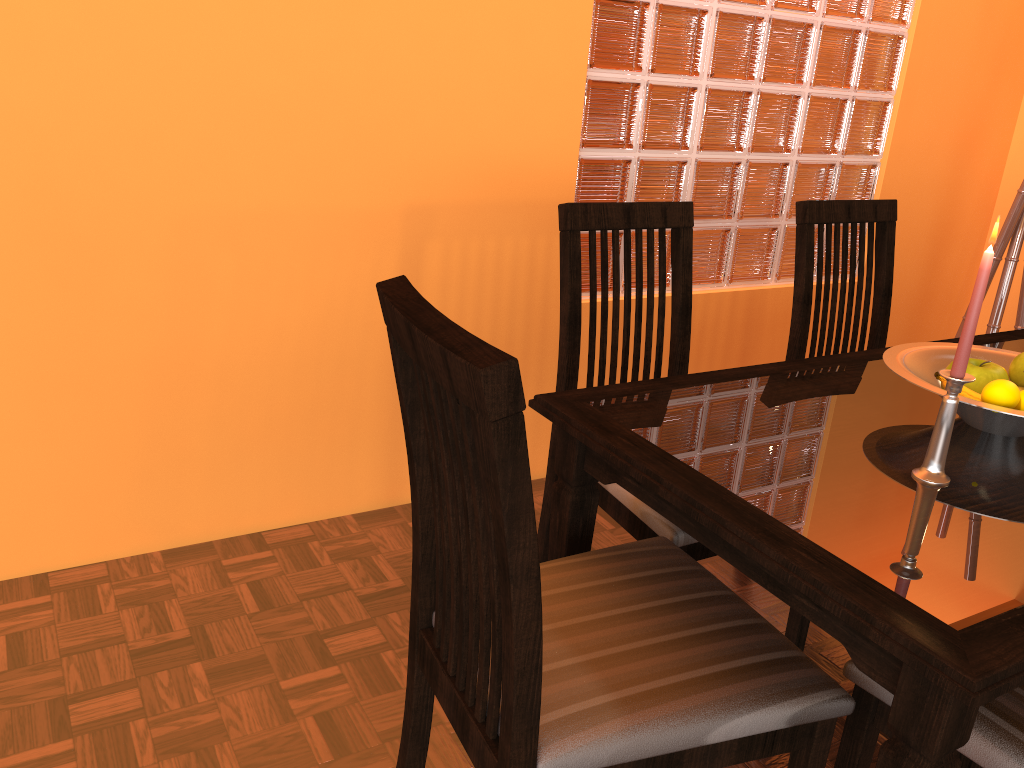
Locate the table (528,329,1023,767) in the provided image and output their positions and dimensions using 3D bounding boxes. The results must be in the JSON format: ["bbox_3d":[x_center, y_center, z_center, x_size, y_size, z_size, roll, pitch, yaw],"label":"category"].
[{"bbox_3d":[0.720,0.333,1.393,1.259,0.584,0.697,-7,23,-29],"label":"table"}]

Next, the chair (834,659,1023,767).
[{"bbox_3d":[0.660,0.375,0.933,0.373,0.809,0.465,-7,23,-29],"label":"chair"}]

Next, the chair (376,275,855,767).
[{"bbox_3d":[0.089,0.297,1.022,0.465,0.809,0.373,-5,22,-25],"label":"chair"}]

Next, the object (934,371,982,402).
[{"bbox_3d":[0.666,0.028,1.233,0.150,0.052,0.066,10,21,16],"label":"object"}]

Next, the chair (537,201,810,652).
[{"bbox_3d":[0.280,0.121,1.548,0.373,0.809,0.465,-7,23,-29],"label":"chair"}]

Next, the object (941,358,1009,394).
[{"bbox_3d":[0.666,0.004,1.278,0.087,0.076,0.089,-5,22,-24],"label":"object"}]

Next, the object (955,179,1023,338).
[{"bbox_3d":[1.504,-0.550,2.533,0.226,1.589,0.308,1,20,-9],"label":"object"}]

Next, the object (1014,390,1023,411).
[{"bbox_3d":[0.701,0.030,1.192,0.055,0.046,0.046,12,21,20],"label":"object"}]

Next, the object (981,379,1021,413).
[{"bbox_3d":[0.652,0.016,1.184,0.046,0.046,0.055,21,26,39],"label":"object"}]

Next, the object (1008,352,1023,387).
[{"bbox_3d":[0.767,-0.017,1.298,0.069,0.066,0.069,-3,21,-20],"label":"object"}]

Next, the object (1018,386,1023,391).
[{"bbox_3d":[0.732,0.034,1.275,0.055,0.053,0.079,5,20,2],"label":"object"}]

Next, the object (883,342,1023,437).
[{"bbox_3d":[0.703,0.026,1.272,0.337,0.072,0.337,13,22,23],"label":"object"}]

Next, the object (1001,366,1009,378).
[{"bbox_3d":[0.716,-0.003,1.322,0.047,0.056,0.045,-4,22,-23],"label":"object"}]

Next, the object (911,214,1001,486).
[{"bbox_3d":[0.527,-0.038,1.035,0.044,0.326,0.044,-13,26,-40],"label":"object"}]

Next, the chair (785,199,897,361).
[{"bbox_3d":[0.779,0.059,1.831,0.373,0.809,0.465,-7,23,-29],"label":"chair"}]
